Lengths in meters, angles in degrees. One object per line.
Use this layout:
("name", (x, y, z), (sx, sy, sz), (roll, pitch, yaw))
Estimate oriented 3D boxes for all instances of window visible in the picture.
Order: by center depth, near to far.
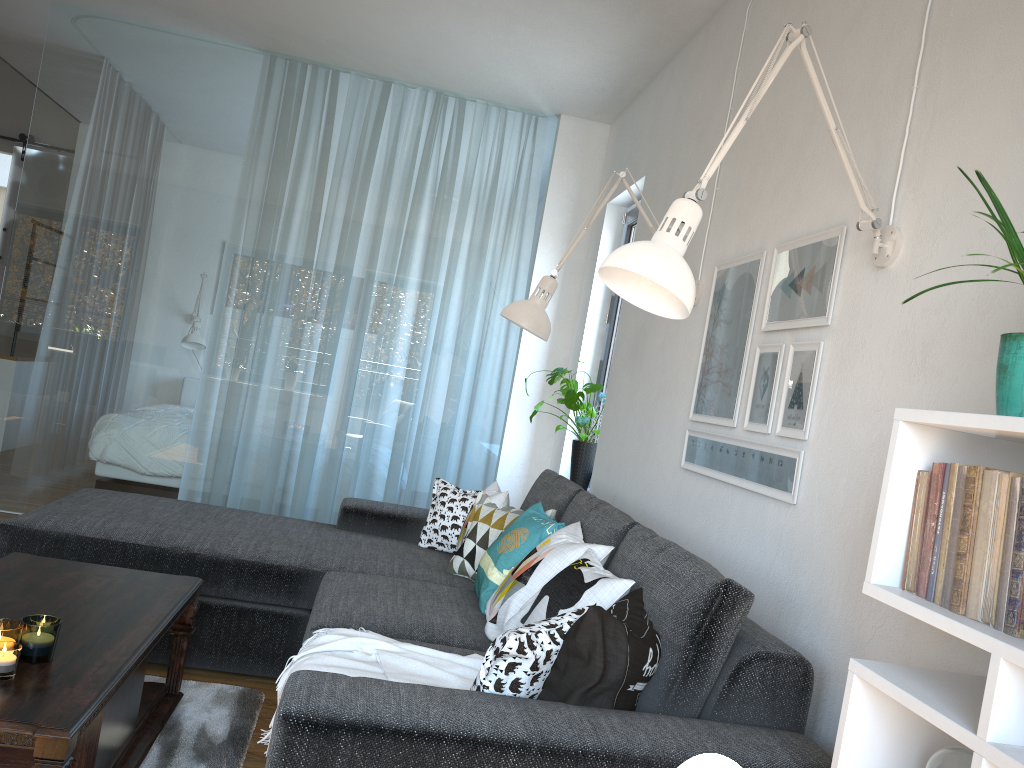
("window", (11.872, 4.094, 11.690), (24.377, 18.372, 13.974), (10, 0, -2))

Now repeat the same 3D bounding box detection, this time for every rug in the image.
("rug", (-1.206, 0.957, 2.016), (1.052, 0.034, 1.812), (10, 0, -9))

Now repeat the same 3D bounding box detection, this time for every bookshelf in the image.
("bookshelf", (0.697, 0.659, 0.827), (0.237, 1.200, 1.189), (10, 0, -8))

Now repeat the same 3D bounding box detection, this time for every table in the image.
("table", (-1.169, 0.755, 2.102), (0.570, 0.409, 1.179), (10, 0, -8))

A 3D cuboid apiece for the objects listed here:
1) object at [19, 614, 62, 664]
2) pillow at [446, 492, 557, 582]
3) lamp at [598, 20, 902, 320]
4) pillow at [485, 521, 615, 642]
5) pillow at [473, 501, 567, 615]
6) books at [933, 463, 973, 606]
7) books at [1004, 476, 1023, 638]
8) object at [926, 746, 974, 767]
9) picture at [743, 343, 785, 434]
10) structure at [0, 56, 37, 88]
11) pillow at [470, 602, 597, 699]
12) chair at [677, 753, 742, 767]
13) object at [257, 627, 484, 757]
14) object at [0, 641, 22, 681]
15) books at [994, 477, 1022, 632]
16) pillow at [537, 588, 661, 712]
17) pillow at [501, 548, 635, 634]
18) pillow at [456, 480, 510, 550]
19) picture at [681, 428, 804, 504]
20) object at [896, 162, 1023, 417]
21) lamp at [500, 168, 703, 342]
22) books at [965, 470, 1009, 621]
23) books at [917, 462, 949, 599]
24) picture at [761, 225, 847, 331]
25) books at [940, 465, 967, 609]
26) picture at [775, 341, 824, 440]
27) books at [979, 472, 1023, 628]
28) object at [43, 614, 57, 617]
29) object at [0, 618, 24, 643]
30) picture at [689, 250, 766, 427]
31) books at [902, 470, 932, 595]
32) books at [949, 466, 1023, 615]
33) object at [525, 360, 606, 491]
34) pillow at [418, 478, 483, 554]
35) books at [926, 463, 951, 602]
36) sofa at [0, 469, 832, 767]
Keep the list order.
("object", (-0.994, 0.535, 1.861), (0.079, 0.081, 0.079), (10, 0, -13))
("pillow", (-0.011, 0.596, 3.268), (0.243, 0.363, 0.453), (10, 0, -42))
("lamp", (0.551, -0.431, 1.826), (0.698, 0.670, 0.200), (10, 0, -18))
("pillow", (0.082, 0.597, 2.595), (0.285, 0.368, 0.436), (10, 0, -8))
("pillow", (0.031, 0.575, 2.942), (0.273, 0.340, 0.414), (10, 0, -9))
("books", (0.693, 0.229, 1.302), (0.129, 0.209, 0.035), (10, 0, -8))
("books", (0.718, 0.232, 1.154), (0.133, 0.208, 0.044), (10, 0, -8))
("object", (0.651, 0.632, 1.292), (0.108, 0.197, 0.108), (10, 0, 3))
("picture", (0.708, 0.012, 2.478), (0.021, 0.248, 0.166), (10, 0, -8))
("structure", (-4.818, -1.572, 5.450), (2.686, 4.131, 4.580), (10, 0, -9))
("pillow", (0.026, 0.605, 1.833), (0.169, 0.312, 0.358), (10, 0, 32))
("chair", (-0.201, 0.712, 0.737), (0.684, 0.832, 0.545), (10, 0, 17))
("object", (-0.271, 0.716, 2.121), (0.606, 0.212, 0.488), (10, 0, -12))
("object", (-0.999, 0.544, 1.739), (0.060, 0.061, 0.060), (10, 0, -3))
("books", (0.713, 0.234, 1.176), (0.131, 0.204, 0.035), (10, 0, -8))
("pillow", (0.196, 0.620, 1.914), (0.234, 0.358, 0.450), (10, 0, 18))
("pillow", (0.125, 0.597, 2.253), (0.266, 0.318, 0.382), (10, 0, -8))
("pillow", (-0.112, 0.560, 3.490), (0.173, 0.344, 0.360), (10, 0, -9))
("picture", (0.652, 0.224, 2.601), (0.021, 0.136, 0.837), (10, 0, -8))
("object", (0.786, -0.121, 1.215), (0.388, 0.372, 0.424), (10, 0, -22))
("lamp", (0.346, -0.456, 3.244), (0.698, 0.670, 0.200), (10, 0, 1))
("books", (0.706, 0.231, 1.226), (0.135, 0.208, 0.048), (10, 0, -8))
("books", (0.687, 0.229, 1.340), (0.129, 0.205, 0.043), (10, 0, -8))
("picture", (0.774, -0.269, 2.366), (0.021, 0.248, 0.390), (10, 0, -8))
("books", (0.697, 0.230, 1.280), (0.136, 0.209, 0.044), (10, 0, -8))
("picture", (0.738, 0.016, 2.268), (0.021, 0.248, 0.166), (10, 0, -8))
("books", (0.709, 0.231, 1.198), (0.133, 0.209, 0.044), (10, 0, -9))
("object", (-1.024, 0.541, 1.933), (0.060, 0.061, 0.060), (10, 0, -3))
("object", (-1.042, 0.526, 1.799), (0.079, 0.081, 0.079), (10, 0, -13))
("picture", (0.679, -0.137, 2.823), (0.013, 0.534, 0.390), (10, 0, -8))
("books", (0.677, 0.236, 1.367), (0.124, 0.191, 0.047), (10, 0, -9))
("books", (0.697, 0.229, 1.253), (0.133, 0.210, 0.044), (10, 0, -8))
("object", (0.282, 0.204, 4.547), (0.448, 0.675, 0.657), (10, 0, -18))
("pillow", (-0.236, 0.568, 3.694), (0.334, 0.320, 0.160), (10, 0, 27))
("books", (0.692, 0.231, 1.318), (0.136, 0.210, 0.033), (10, 0, -8))
("sofa", (-0.604, 0.649, 2.698), (2.164, 0.848, 2.507), (10, 0, -8))
